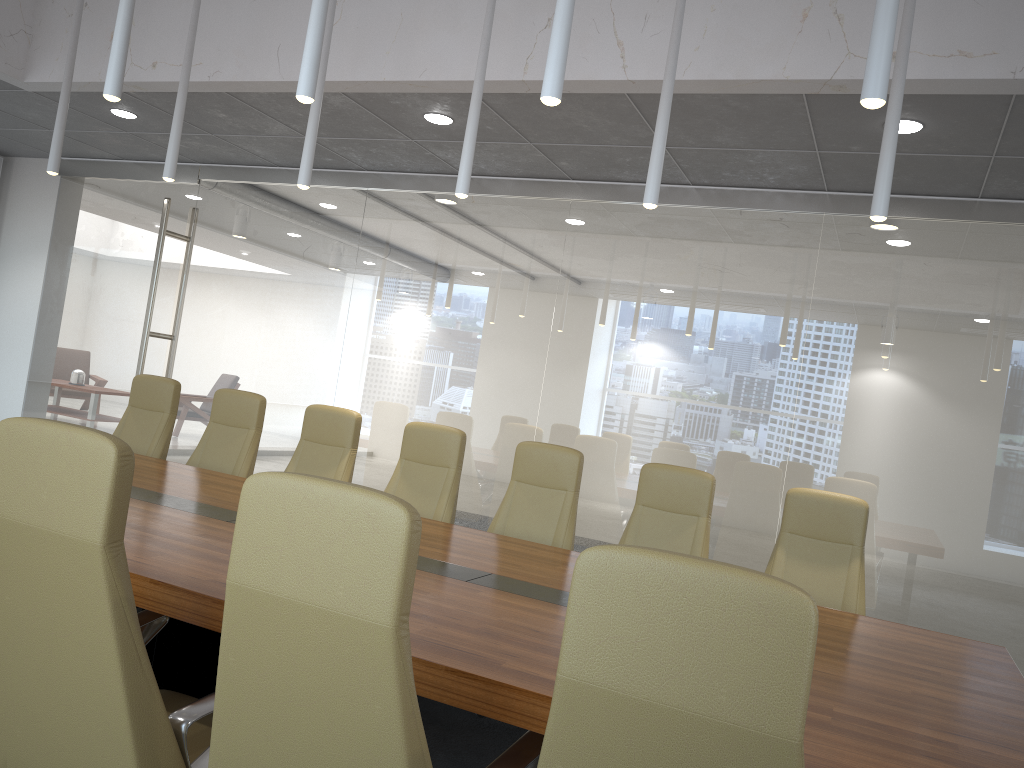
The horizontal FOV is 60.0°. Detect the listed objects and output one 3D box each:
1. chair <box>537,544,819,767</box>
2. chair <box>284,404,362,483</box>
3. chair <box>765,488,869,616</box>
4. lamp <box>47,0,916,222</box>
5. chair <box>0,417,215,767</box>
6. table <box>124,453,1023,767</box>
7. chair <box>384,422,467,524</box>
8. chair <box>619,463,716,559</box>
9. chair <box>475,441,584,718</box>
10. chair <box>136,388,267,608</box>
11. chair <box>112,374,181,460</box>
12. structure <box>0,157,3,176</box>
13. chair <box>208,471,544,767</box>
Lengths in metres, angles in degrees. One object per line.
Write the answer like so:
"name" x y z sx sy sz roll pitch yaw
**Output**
"chair" 0.391 1.039 1.977 0.711 1.406 0.955 8 -1 23
"chair" -1.485 0.814 5.634 0.711 1.406 0.955 8 -1 23
"chair" 1.451 1.247 4.421 0.711 1.406 0.955 8 -1 23
"lamp" -0.794 -2.249 4.171 7.258 2.378 2.619 8 -1 23
"chair" -1.055 0.826 2.611 0.711 1.406 0.955 8 -1 23
"table" -1.308 1.072 4.112 6.500 0.895 2.300 8 -1 23
"chair" -0.763 0.920 5.317 0.711 1.406 0.955 8 -1 23
"chair" 0.685 1.133 4.682 0.711 1.406 0.955 8 -1 23
"chair" -0.037 1.027 4.999 0.711 1.406 0.955 8 -1 23
"chair" -2.220 0.706 5.956 0.711 1.406 0.955 8 -1 23
"chair" -2.946 0.600 6.274 0.711 1.406 0.955 8 -1 23
"structure" -1.021 -0.664 4.195 13.989 2.466 6.600 8 -1 23
"chair" -0.321 0.934 2.289 0.711 1.406 0.955 8 -1 23
